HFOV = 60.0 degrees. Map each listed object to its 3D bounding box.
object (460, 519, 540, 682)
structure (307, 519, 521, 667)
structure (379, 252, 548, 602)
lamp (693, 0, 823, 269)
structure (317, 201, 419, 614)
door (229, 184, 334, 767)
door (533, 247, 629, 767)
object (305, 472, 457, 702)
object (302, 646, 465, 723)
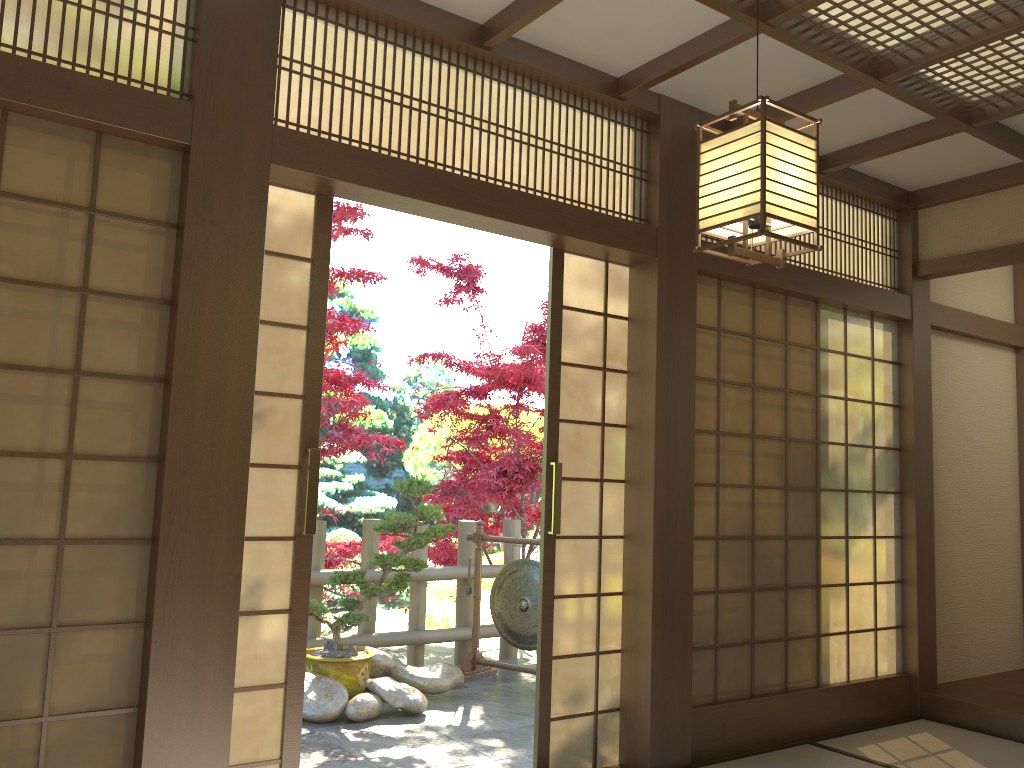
[{"bbox_3d":[0.099,1.442,5.841,1.045,1.061,0.368,-2,-8,33],"label":"object"},{"bbox_3d":[-1.256,1.457,5.867,7.456,1.136,0.245,7,-8,-35],"label":"structure"},{"bbox_3d":[0.539,0.406,8.352,3.045,4.004,3.412,6,-8,-32],"label":"structure"},{"bbox_3d":[0.653,-0.876,2.358,0.240,1.129,0.240,7,-8,-35],"label":"lamp"},{"bbox_3d":[-2.332,0.061,6.249,3.412,4.004,3.045,2,-7,-2],"label":"structure"},{"bbox_3d":[-1.468,0.335,2.615,1.894,2.380,0.073,7,-8,-35],"label":"door"},{"bbox_3d":[0.918,0.612,4.279,1.894,2.380,0.073,7,-8,-35],"label":"door"},{"bbox_3d":[-0.846,1.206,5.400,1.032,1.362,0.586,3,-7,-9],"label":"object"},{"bbox_3d":[-0.904,1.748,5.295,1.260,0.276,1.147,7,-8,-39],"label":"object"}]
